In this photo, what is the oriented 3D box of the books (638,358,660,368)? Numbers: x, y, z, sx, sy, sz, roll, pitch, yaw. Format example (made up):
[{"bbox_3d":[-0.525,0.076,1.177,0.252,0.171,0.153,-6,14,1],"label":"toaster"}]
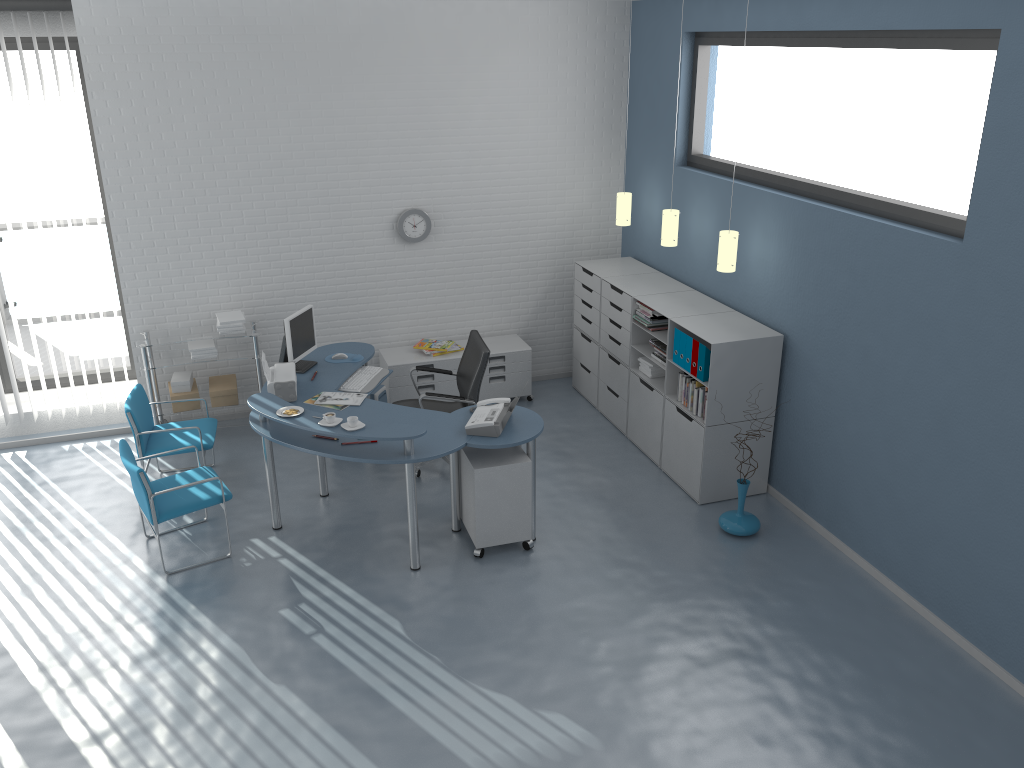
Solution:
[{"bbox_3d":[1.107,-0.171,6.644,0.270,0.015,0.190,-7,23,-17],"label":"books"}]

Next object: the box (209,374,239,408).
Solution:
[{"bbox_3d":[-2.272,0.051,6.991,0.207,0.133,0.347,-7,23,-17],"label":"box"}]

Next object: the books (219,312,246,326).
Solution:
[{"bbox_3d":[-2.162,-0.506,6.847,0.190,0.015,0.270,-7,23,-17],"label":"books"}]

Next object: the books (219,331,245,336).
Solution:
[{"bbox_3d":[-2.169,-0.432,6.863,0.190,0.015,0.270,-7,23,-17],"label":"books"}]

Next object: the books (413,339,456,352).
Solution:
[{"bbox_3d":[-0.648,-0.326,7.443,0.300,0.020,0.210,6,22,16],"label":"books"}]

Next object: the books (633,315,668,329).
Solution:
[{"bbox_3d":[1.046,-0.470,6.530,0.234,0.034,0.240,-7,23,-17],"label":"books"}]

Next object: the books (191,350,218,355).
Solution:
[{"bbox_3d":[-2.380,-0.285,6.856,0.190,0.015,0.270,-8,23,-18],"label":"books"}]

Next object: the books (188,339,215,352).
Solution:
[{"bbox_3d":[-2.395,-0.309,6.833,0.190,0.015,0.270,-9,23,-20],"label":"books"}]

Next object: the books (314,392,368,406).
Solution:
[{"bbox_3d":[-1.108,0.096,5.755,0.300,0.010,0.200,2,22,6],"label":"books"}]

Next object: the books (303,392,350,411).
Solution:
[{"bbox_3d":[-1.165,0.109,5.729,0.300,0.005,0.200,10,24,25],"label":"books"}]

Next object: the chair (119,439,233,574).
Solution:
[{"bbox_3d":[-2.030,0.687,5.395,0.543,0.707,0.542,-14,25,-31],"label":"chair"}]

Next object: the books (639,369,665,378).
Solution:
[{"bbox_3d":[1.119,-0.098,6.665,0.270,0.015,0.190,-7,23,-17],"label":"books"}]

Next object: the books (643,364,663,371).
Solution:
[{"bbox_3d":[1.125,-0.152,6.638,0.270,0.015,0.190,-6,22,-14],"label":"books"}]

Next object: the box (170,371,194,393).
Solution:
[{"bbox_3d":[-2.552,-0.018,6.866,0.139,0.090,0.234,-5,22,-12],"label":"box"}]

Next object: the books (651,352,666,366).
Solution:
[{"bbox_3d":[1.150,-0.178,6.347,0.212,0.034,0.265,-7,23,-17],"label":"books"}]

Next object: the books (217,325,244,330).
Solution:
[{"bbox_3d":[-2.177,-0.473,6.847,0.190,0.015,0.270,-7,23,-17],"label":"books"}]

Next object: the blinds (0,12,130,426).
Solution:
[{"bbox_3d":[-4.991,-0.940,6.070,4.001,2.955,0.158,-7,23,-17],"label":"blinds"}]

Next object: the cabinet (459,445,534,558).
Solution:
[{"bbox_3d":[-0.121,0.670,5.541,0.383,0.605,0.559,-6,22,-15],"label":"cabinet"}]

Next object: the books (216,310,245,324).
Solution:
[{"bbox_3d":[-2.169,-0.515,6.830,0.190,0.015,0.270,-9,23,-21],"label":"books"}]

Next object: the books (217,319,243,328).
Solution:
[{"bbox_3d":[-2.174,-0.485,6.835,0.190,0.015,0.270,-6,22,-14],"label":"books"}]

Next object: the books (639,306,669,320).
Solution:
[{"bbox_3d":[1.077,-0.536,6.482,0.187,0.034,0.298,-7,23,-17],"label":"books"}]

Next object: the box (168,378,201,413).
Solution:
[{"bbox_3d":[-2.551,0.086,6.906,0.207,0.133,0.347,-9,23,-21],"label":"box"}]

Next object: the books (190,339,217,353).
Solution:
[{"bbox_3d":[-2.383,-0.302,6.856,0.190,0.015,0.270,-7,22,-16],"label":"books"}]

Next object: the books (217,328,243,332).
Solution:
[{"bbox_3d":[-2.176,-0.457,6.847,0.190,0.015,0.270,-7,22,-15],"label":"books"}]

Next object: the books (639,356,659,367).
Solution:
[{"bbox_3d":[1.118,-0.182,6.632,0.270,0.015,0.190,-9,23,-21],"label":"books"}]

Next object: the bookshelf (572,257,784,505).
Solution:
[{"bbox_3d":[1.144,-0.149,6.841,0.521,1.141,2.294,-7,23,-17],"label":"bookshelf"}]

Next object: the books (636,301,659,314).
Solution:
[{"bbox_3d":[1.058,-0.568,6.485,0.212,0.024,0.258,-7,23,-17],"label":"books"}]

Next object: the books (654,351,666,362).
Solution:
[{"bbox_3d":[1.156,-0.198,6.318,0.212,0.023,0.224,-7,23,-17],"label":"books"}]

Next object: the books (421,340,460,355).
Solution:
[{"bbox_3d":[-0.611,-0.309,7.454,0.300,0.020,0.210,-9,23,-22],"label":"books"}]

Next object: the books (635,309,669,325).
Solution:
[{"bbox_3d":[1.060,-0.503,6.507,0.212,0.044,0.265,-7,23,-17],"label":"books"}]

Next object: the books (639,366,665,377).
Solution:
[{"bbox_3d":[1.119,-0.112,6.659,0.270,0.015,0.190,-8,23,-19],"label":"books"}]

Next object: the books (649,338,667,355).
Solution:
[{"bbox_3d":[1.141,-0.269,6.318,0.224,0.041,0.283,-7,23,-17],"label":"books"}]

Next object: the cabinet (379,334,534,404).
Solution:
[{"bbox_3d":[-0.475,-0.074,7.598,1.259,0.484,0.447,-7,23,-17],"label":"cabinet"}]

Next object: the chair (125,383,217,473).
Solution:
[{"bbox_3d":[-2.336,0.389,6.154,0.543,0.707,0.542,-5,22,-12],"label":"chair"}]

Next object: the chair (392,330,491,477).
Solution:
[{"bbox_3d":[-0.514,0.156,6.380,0.652,0.948,0.584,-5,22,-12],"label":"chair"}]

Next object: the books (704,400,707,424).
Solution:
[{"bbox_3d":[1.338,0.172,5.774,0.178,0.163,0.032,-7,23,-17],"label":"books"}]

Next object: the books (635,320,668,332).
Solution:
[{"bbox_3d":[1.062,-0.442,6.532,0.209,0.019,0.265,-7,23,-17],"label":"books"}]

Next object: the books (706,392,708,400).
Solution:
[{"bbox_3d":[1.338,0.141,5.797,0.157,0.203,0.032,-7,23,-17],"label":"books"}]

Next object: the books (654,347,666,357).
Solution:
[{"bbox_3d":[1.159,-0.230,6.322,0.197,0.034,0.251,-7,23,-17],"label":"books"}]

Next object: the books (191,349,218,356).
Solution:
[{"bbox_3d":[-2.381,-0.274,6.867,0.190,0.015,0.270,-7,23,-16],"label":"books"}]

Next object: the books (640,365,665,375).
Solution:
[{"bbox_3d":[1.125,-0.124,6.647,0.270,0.015,0.190,-7,22,-15],"label":"books"}]

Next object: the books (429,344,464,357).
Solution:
[{"bbox_3d":[-0.586,-0.296,7.476,0.300,0.020,0.210,-14,25,-31],"label":"books"}]

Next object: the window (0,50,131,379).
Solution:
[{"bbox_3d":[-4.776,-1.128,6.626,3.635,2.562,0.008,-7,23,-17],"label":"window"}]

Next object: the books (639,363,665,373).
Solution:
[{"bbox_3d":[1.119,-0.137,6.641,0.270,0.015,0.190,-7,23,-17],"label":"books"}]

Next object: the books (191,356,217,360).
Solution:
[{"bbox_3d":[-2.387,-0.244,6.872,0.190,0.015,0.270,-8,23,-18],"label":"books"}]

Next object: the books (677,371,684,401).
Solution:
[{"bbox_3d":[1.221,0.011,6.131,0.157,0.203,0.040,-7,23,-17],"label":"books"}]

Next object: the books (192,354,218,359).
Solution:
[{"bbox_3d":[-2.388,-0.257,6.867,0.190,0.015,0.270,-9,23,-21],"label":"books"}]
